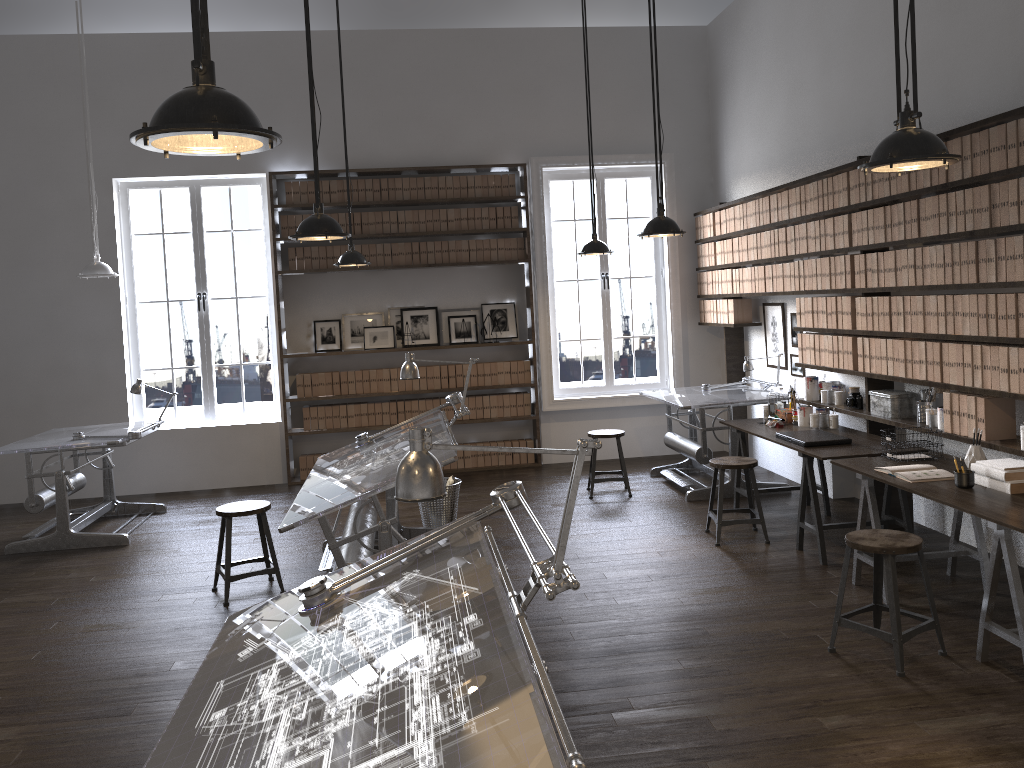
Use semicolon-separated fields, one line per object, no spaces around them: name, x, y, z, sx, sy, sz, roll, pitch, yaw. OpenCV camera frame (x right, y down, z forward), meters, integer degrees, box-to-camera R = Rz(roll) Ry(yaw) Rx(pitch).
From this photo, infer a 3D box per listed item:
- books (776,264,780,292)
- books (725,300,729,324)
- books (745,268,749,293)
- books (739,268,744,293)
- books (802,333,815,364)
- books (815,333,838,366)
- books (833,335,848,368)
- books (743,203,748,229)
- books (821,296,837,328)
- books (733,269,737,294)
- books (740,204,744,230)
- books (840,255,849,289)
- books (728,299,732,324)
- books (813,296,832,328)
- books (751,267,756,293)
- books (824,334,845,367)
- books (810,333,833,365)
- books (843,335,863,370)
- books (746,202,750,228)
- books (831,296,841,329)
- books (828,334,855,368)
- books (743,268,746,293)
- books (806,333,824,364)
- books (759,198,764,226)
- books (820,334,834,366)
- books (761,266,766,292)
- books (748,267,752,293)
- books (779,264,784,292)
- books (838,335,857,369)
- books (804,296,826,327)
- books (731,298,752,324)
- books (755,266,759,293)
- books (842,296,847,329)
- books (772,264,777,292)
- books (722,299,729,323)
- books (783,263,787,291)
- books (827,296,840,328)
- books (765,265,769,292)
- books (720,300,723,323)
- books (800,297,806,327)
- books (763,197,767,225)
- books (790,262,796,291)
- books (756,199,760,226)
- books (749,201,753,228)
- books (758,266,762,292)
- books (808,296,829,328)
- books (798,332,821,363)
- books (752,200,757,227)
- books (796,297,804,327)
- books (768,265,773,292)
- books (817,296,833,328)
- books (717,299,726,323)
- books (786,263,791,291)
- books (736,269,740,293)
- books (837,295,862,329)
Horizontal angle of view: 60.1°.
books;2.195;-0.842;7.026;0.174;0.225;0.067;-3;3;-7
books;2.062;-0.671;8.184;0.174;0.225;0.067;-3;3;-7
books;2.115;-0.896;7.656;0.174;0.225;0.067;-3;3;-7
books;2.100;-0.908;7.795;0.174;0.225;0.067;-3;3;-7
books;2.273;-0.268;6.632;0.174;0.225;0.067;-3;3;-7
books;2.298;-0.251;6.428;0.174;0.225;0.067;-3;3;-7
books;2.327;-0.226;6.145;0.174;0.225;0.067;-3;3;-7
books;2.089;-1.445;7.625;0.174;0.225;0.067;-3;3;-7
books;2.297;-0.509;6.286;0.174;0.225;0.067;-3;3;-7
books;2.079;-0.921;7.945;0.174;0.225;0.067;-3;3;-7
books;2.077;-1.451;7.694;0.174;0.225;0.067;-3;3;-7
books;2.317;-0.760;5.992;0.174;0.225;0.067;-3;3;-7
books;2.078;-0.666;8.116;0.174;0.225;0.067;-3;3;-7
books;2.283;-0.521;6.427;0.174;0.225;0.067;-3;3;-7
books;2.129;-0.884;7.512;0.174;0.225;0.067;-3;3;-7
books;2.313;-0.239;6.289;0.174;0.225;0.067;-3;3;-7
books;2.285;-0.256;6.497;0.174;0.225;0.067;-3;3;-7
books;2.349;-0.215;6.018;0.174;0.225;0.067;-3;3;-7
books;2.100;-1.440;7.556;0.174;0.225;0.067;-3;3;-7
books;2.313;-0.496;6.141;0.174;0.225;0.067;-3;3;-7
books;2.318;-0.232;6.217;0.174;0.225;0.067;-3;3;-7
books;2.110;-0.902;7.726;0.174;0.225;0.067;-3;3;-7
books;2.279;-0.263;6.569;0.174;0.225;0.067;-3;3;-7
books;2.131;-1.416;7.280;0.174;0.225;0.067;-3;3;-7
books;2.308;-0.245;6.359;0.174;0.225;0.067;-3;3;-7
books;2.155;-0.867;7.311;0.174;0.225;0.067;-3;3;-7
books;2.120;-0.890;7.584;0.174;0.225;0.067;-3;3;-7
books;2.197;-0.836;6.958;0.174;0.225;0.067;-3;3;-7
books;2.339;-0.221;6.083;0.174;0.225;0.067;-3;3;-7
books;2.266;-0.532;6.560;0.174;0.225;0.067;-3;3;-7
books;2.084;-0.660;8.046;0.174;0.225;0.067;-3;3;-7
books;2.141;-0.879;7.450;0.174;0.225;0.067;-3;3;-7
books;2.335;-0.484;5.993;0.174;0.225;0.067;-3;3;-7
books;2.186;-0.848;7.096;0.174;0.225;0.067;-3;3;-7
books;2.059;-0.678;8.251;0.174;0.225;0.067;-3;3;-7
books;2.210;-0.831;6.893;0.174;0.225;0.067;-3;3;-7
books;2.310;-0.503;6.216;0.174;0.225;0.067;-3;3;-7
books;2.170;-0.860;7.237;0.174;0.225;0.067;-3;3;-7
books;2.050;-0.683;8.313;0.174;0.225;0.067;-3;3;-7
books;2.257;-0.538;6.622;0.174;0.225;0.067;-3;3;-7
books;2.141;-1.410;7.215;0.174;0.225;0.067;-3;3;-7
books;2.223;-0.819;6.758;0.174;0.225;0.067;-3;3;-7
books;2.119;-1.421;7.342;0.174;0.225;0.067;-3;3;-7
books;2.104;-1.433;7.486;0.174;0.225;0.067;-3;3;-7
books;2.151;-0.873;7.385;0.174;0.225;0.067;-3;3;-7
books;2.269;-0.526;6.493;0.174;0.225;0.067;-3;3;-7
books;2.260;-0.273;6.698;0.174;0.225;0.067;-3;3;-7
books;2.110;-1.427;7.414;0.174;0.225;0.067;-3;3;-7
books;2.246;-0.544;6.694;0.174;0.225;0.067;-3;3;-7
books;2.174;-0.854;7.166;0.174;0.225;0.067;-3;3;-7
books;2.292;-0.515;6.357;0.174;0.225;0.067;-3;3;-7
books;2.039;-0.689;8.385;0.174;0.225;0.067;-3;3;-7
books;2.216;-0.825;6.830;0.174;0.225;0.067;-3;3;-7
books;2.087;-0.914;7.864;0.174;0.225;0.067;-3;3;-7
books;2.328;-0.490;6.068;0.174;0.225;0.067;-3;3;-7
